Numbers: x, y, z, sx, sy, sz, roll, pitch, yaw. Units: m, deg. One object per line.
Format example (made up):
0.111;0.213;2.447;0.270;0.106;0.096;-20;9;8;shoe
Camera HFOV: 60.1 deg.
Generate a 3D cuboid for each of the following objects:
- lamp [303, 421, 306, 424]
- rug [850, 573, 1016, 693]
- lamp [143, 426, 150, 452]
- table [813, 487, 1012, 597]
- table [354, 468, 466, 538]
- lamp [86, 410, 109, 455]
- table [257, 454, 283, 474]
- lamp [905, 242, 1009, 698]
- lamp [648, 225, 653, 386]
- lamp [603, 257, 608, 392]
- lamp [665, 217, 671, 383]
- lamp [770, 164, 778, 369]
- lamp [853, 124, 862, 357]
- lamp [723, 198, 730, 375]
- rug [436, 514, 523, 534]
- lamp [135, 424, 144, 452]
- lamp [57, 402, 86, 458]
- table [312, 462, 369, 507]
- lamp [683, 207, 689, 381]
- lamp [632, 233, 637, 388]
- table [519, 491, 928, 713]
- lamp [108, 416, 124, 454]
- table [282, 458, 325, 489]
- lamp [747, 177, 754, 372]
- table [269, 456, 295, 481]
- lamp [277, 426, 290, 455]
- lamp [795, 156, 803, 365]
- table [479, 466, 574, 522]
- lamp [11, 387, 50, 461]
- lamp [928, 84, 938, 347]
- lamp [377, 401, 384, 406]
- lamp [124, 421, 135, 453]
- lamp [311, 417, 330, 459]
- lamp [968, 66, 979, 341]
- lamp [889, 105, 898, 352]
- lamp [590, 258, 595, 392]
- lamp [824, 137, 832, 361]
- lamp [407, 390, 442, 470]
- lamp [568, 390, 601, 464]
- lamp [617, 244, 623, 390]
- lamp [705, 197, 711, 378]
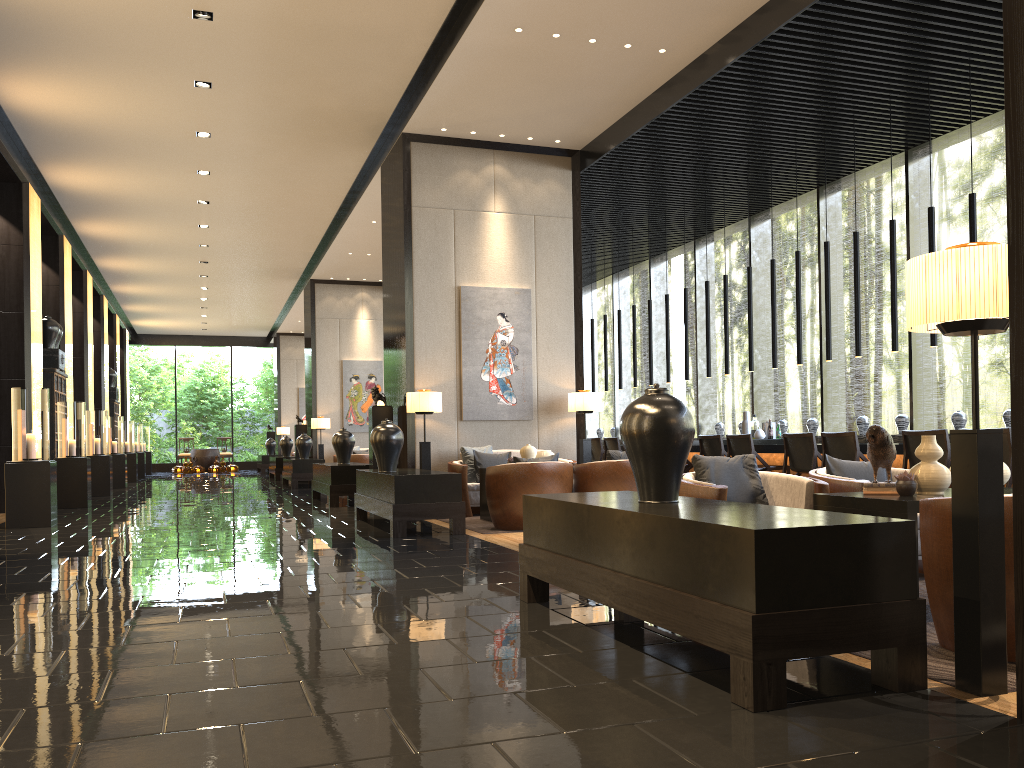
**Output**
-4.445;1.456;19.574;0.375;1.350;0.375;-1;-1;0;lamp
1.998;1.007;4.028;2.040;0.008;2.245;0;-4;-19;rug
-10.650;1.591;25.609;0.336;0.729;0.337;0;-1;-32;lamp
1.968;0.745;3.949;1.042;0.517;0.576;0;-2;-19;table
-1.008;1.074;8.284;0.620;0.512;1.963;0;-4;-19;table
-6.798;0.803;14.512;0.336;0.729;0.337;-1;-1;-17;lamp
-6.892;2.277;25.235;0.620;0.512;1.963;0;-4;-19;table
1.414;0.258;2.694;0.375;1.350;0.375;-1;-1;28;lamp
2.040;-1.186;13.092;0.060;2.419;0.060;-1;0;-24;lamp
1.533;-1.083;14.552;0.060;2.419;0.060;-1;0;-24;lamp
2.208;-1.221;12.606;0.060;2.419;0.060;-1;0;-24;lamp
3.024;-1.388;10.258;0.060;2.419;0.060;-1;0;-24;lamp
3.479;-1.481;8.947;0.060;2.419;0.060;-1;0;-24;lamp
2.700;-1.321;11.191;0.060;2.419;0.060;-1;0;-24;lamp
0.312;1.352;8.887;1.957;0.008;2.245;0;-4;-19;rug
-9.687;1.394;22.835;0.336;0.729;0.337;-1;-1;-17;lamp
-5.835;0.606;11.738;0.336;0.729;0.337;-1;-1;-14;lamp
-2.276;1.333;11.937;0.620;0.512;1.963;0;-4;-19;table
2.378;-1.256;12.119;0.060;2.419;0.060;-1;0;-24;lamp
1.872;-1.152;13.576;0.060;2.419;0.060;-1;0;-24;lamp
0.647;0.735;3.518;0.620;0.512;1.963;0;-4;-19;table
-7.761;1.000;17.286;0.336;0.729;0.337;-1;-1;-17;lamp
-3.946;1.674;16.748;0.620;0.512;1.963;0;-4;-19;table
2.871;-1.356;10.697;0.060;2.419;0.060;-1;0;-24;lamp
-5.214;1.934;20.401;0.620;0.512;1.963;0;-4;-19;table
-6.802;1.938;26.362;0.375;1.350;0.375;-1;-1;10;lamp
3.173;-1.418;9.826;0.060;2.419;0.060;-1;0;-24;lamp
0.258;1.094;8.874;1.042;0.517;0.576;0;-2;-19;table
-4.872;0.409;8.964;0.337;0.729;0.337;-2;-1;44;lamp
3.800;-1.546;8.022;0.060;2.419;0.060;-1;0;-24;lamp
-1.518;0.874;11.141;0.375;1.318;0.375;-1;-1;25;lamp
-8.724;1.197;20.060;0.336;0.729;0.337;-1;-1;-17;lamp
-3.852;1.335;17.866;0.375;1.350;0.375;-1;-1;0;lamp
3.949;-1.577;7.593;0.060;2.419;0.060;-1;0;-14;lamp
3.643;-1.514;8.473;0.060;2.419;0.060;-1;0;-14;lamp
1.364;-1.048;15.038;0.060;2.419;0.060;-1;0;-24;lamp
3.332;-1.451;9.368;0.060;2.419;0.060;-1;0;-24;lamp
-0.925;0.738;9.433;0.375;1.347;0.375;-1;-1;32;lamp
0.834;0.747;10.044;0.375;1.350;0.375;-1;-1;10;lamp
1.705;-1.118;14.056;0.060;2.419;0.060;-1;0;-24;lamp
2.558;-1.292;11.598;0.060;2.419;0.060;-1;0;-24;lamp
